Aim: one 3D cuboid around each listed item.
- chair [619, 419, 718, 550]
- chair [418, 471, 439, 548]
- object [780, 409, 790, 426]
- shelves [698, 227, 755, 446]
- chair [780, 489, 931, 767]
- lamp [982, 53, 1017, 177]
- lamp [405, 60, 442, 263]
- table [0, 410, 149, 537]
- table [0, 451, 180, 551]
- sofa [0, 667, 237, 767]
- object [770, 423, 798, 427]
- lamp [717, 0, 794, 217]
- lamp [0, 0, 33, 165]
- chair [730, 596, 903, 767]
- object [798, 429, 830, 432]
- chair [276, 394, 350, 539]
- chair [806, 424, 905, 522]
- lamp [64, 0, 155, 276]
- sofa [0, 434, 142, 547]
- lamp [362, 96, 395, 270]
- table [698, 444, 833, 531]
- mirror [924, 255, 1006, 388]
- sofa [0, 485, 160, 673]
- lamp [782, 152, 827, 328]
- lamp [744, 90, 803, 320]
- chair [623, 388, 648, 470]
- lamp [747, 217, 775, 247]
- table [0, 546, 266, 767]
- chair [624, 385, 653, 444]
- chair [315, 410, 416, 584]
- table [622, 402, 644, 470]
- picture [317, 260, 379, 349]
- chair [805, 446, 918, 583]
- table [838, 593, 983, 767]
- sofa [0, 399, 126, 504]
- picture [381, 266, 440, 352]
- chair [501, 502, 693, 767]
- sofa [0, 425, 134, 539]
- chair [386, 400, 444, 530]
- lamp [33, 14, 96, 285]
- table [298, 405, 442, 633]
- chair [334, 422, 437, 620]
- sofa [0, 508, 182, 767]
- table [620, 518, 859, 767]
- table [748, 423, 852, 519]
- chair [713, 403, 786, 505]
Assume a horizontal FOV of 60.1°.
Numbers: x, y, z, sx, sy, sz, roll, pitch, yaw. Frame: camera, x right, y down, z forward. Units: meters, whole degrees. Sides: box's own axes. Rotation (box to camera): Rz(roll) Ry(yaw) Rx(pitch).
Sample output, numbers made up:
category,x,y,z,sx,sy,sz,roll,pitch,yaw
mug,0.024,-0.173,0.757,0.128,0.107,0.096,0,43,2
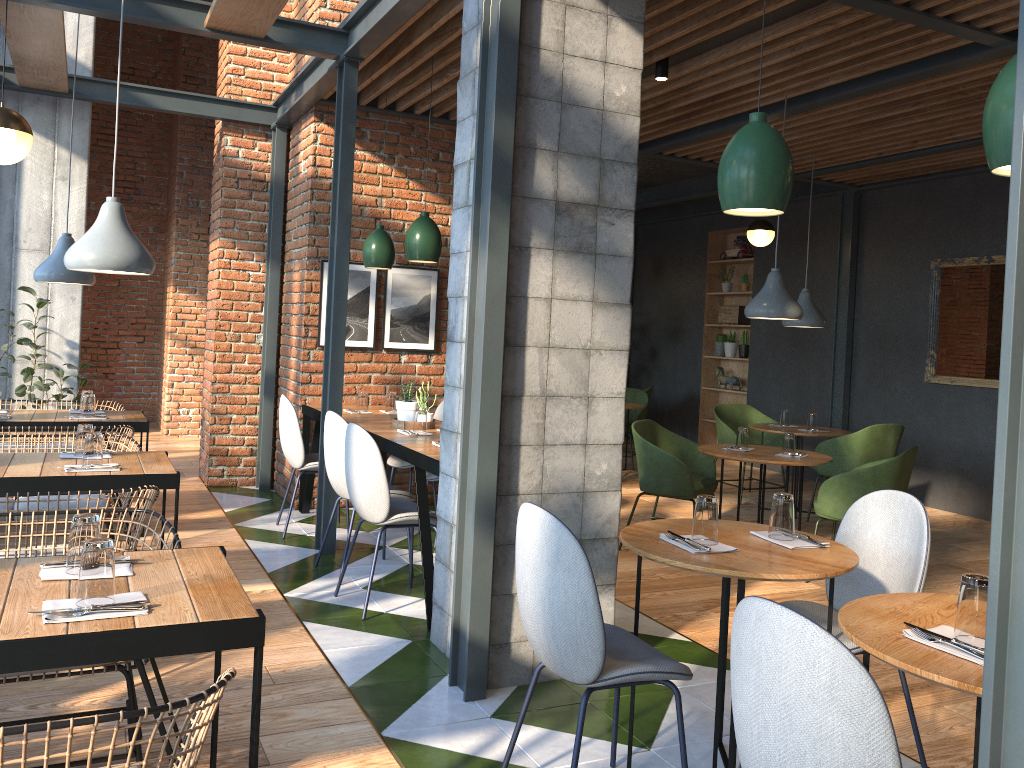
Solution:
category,x,y,z,sx,sy,sz,roll,pitch,yaw
chair,1.053,0.665,5.765,0.515,0.818,0.638,4,2,29
chair,-0.338,0.564,5.720,0.507,0.887,0.419,2,1,-19
object,2.281,0.280,7.398,0.080,0.138,0.080,3,1,26
shelves,2.634,-0.461,10.462,0.284,2.705,0.837,3,1,-26
chair,1.065,0.795,2.882,0.507,0.887,0.419,2,1,-20
lamp,1.168,-1.462,1.870,0.223,2.021,0.224,3,1,-22
lamp,-0.485,-1.740,5.295,0.223,2.021,0.224,3,1,-22
table,-2.932,0.543,5.399,1.270,0.705,0.659,2,2,-26
table,-2.097,0.683,3.669,1.270,0.705,0.659,2,2,-26
sofa,-1.022,0.850,1.442,1.091,0.732,0.471,2,2,-26
object,2.286,0.345,7.429,0.242,0.019,0.158,1,4,-27
lamp,0.781,-1.527,2.672,0.223,2.021,0.224,3,1,-22
lamp,-2.326,-2.930,4.169,0.268,3.792,0.268,3,1,32
chair,0.667,0.842,1.705,0.507,0.887,0.419,2,1,-25
object,2.419,0.369,7.122,0.242,0.019,0.158,1,4,-27
chair,-1.271,0.514,5.773,0.507,0.887,0.419,2,1,-19
chair,2.657,0.687,6.804,0.638,0.818,0.516,2,2,-31
lamp,-1.583,-2.712,3.717,0.353,4.488,0.352,3,1,26
sofa,-2.341,0.629,4.175,1.091,0.732,0.471,2,2,-26
lamp,-0.872,-1.805,6.097,0.223,2.021,0.224,3,1,-22
table,1.554,0.770,5.525,0.807,0.687,0.808,3,2,5
mirror,3.875,-0.529,7.514,0.061,1.085,0.770,3,1,-26
sofa,-1.850,0.711,3.159,1.091,0.732,0.471,2,2,-26
lamp,2.506,-2.708,7.248,0.353,4.488,0.353,3,1,9
lamp,1.743,-2.648,5.514,0.353,4.488,0.353,3,1,9
chair,1.142,0.456,9.526,0.639,0.818,0.515,4,1,24
lamp,2.547,-3.248,8.740,0.268,3.792,0.268,3,1,36
table,-1.267,0.822,1.950,1.270,0.705,0.659,2,2,-26
chair,1.407,0.409,10.586,0.515,0.818,0.639,3,2,11
chair,-0.790,0.589,4.872,0.507,0.887,0.419,2,1,-30
table,0.925,0.539,9.032,0.808,0.687,0.808,3,2,16
picture,-1.197,-0.576,6.476,0.429,0.631,0.015,2,1,-26
chair,2.058,0.749,5.177,0.516,0.818,0.638,4,2,34
table,1.049,0.921,1.891,0.700,0.746,0.700,3,2,16
sofa,-3.178,0.489,5.909,1.091,0.732,0.471,2,2,-26
picture,-0.765,-0.567,6.685,0.429,0.631,0.015,2,1,-26
chair,0.249,0.775,2.523,0.507,0.887,0.419,2,1,-25
sofa,-2.687,0.571,4.893,1.091,0.732,0.471,2,2,-26
chair,-0.611,0.523,6.195,0.507,0.887,0.419,2,1,-30
lamp,-2.692,-2.871,5.534,0.353,4.488,0.353,3,1,9
table,-0.628,0.636,5.257,0.657,0.765,2.778,2,3,-26
chair,-0.576,0.630,4.339,0.507,0.887,0.419,2,1,-29
sofa,-1.513,0.768,2.459,1.091,0.732,0.471,2,2,-26
table,0.661,0.856,2.694,0.699,0.746,0.700,2,2,-16
table,2.338,0.710,7.266,0.808,0.687,0.807,4,2,23
chair,2.080,0.600,7.817,0.638,0.818,0.516,2,1,-26
